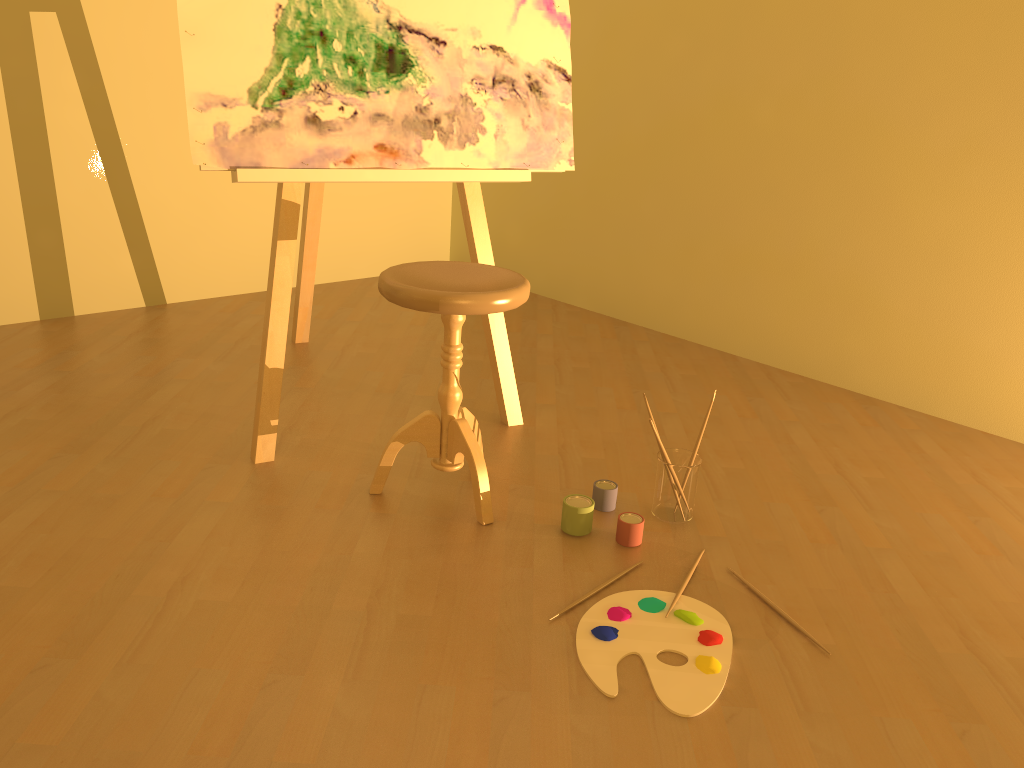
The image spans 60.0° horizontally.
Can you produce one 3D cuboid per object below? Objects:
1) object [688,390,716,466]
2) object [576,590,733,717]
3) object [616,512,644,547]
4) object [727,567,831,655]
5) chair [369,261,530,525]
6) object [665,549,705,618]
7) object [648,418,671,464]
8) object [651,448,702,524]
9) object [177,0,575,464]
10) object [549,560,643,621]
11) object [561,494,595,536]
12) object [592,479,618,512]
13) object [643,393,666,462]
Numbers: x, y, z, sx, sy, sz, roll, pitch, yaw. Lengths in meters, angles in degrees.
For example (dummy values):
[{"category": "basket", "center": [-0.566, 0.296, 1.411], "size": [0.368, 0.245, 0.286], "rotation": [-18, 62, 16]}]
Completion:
[{"category": "object", "center": [0.440, 0.165, 2.137], "size": [0.069, 0.319, 0.010], "rotation": [-2, 20, -17]}, {"category": "object", "center": [0.266, 0.483, 1.670], "size": [0.288, 0.014, 0.366], "rotation": [10, 20, 16]}, {"category": "object", "center": [0.269, 0.332, 2.024], "size": [0.060, 0.060, 0.060], "rotation": [14, 22, 26]}, {"category": "object", "center": [0.535, 0.454, 1.806], "size": [0.010, 0.010, 0.325], "rotation": [-5, 21, -23]}, {"category": "chair", "center": [-0.144, 0.014, 2.111], "size": [0.348, 0.551, 0.364], "rotation": [-9, 23, -31]}, {"category": "object", "center": [0.369, 0.416, 1.875], "size": [0.010, 0.015, 0.325], "rotation": [12, 21, 22]}, {"category": "object", "center": [0.374, 0.196, 2.092], "size": [0.172, 0.278, 0.010], "rotation": [-8, 23, -30]}, {"category": "object", "center": [0.395, 0.248, 2.139], "size": [0.106, 0.157, 0.106], "rotation": [10, 20, 16]}, {"category": "object", "center": [-0.502, -0.769, 2.411], "size": [1.132, 1.896, 0.972], "rotation": [14, 22, 26]}, {"category": "object", "center": [0.180, 0.422, 1.831], "size": [0.010, 0.010, 0.325], "rotation": [20, 25, 38]}, {"category": "object", "center": [0.152, 0.304, 2.059], "size": [0.073, 0.073, 0.073], "rotation": [-12, 25, -38]}, {"category": "object", "center": [0.228, 0.274, 2.179], "size": [0.060, 0.060, 0.060], "rotation": [15, 22, 28]}, {"category": "object", "center": [0.366, 0.176, 2.137], "size": [0.159, 0.286, 0.010], "rotation": [20, 25, 38]}]
